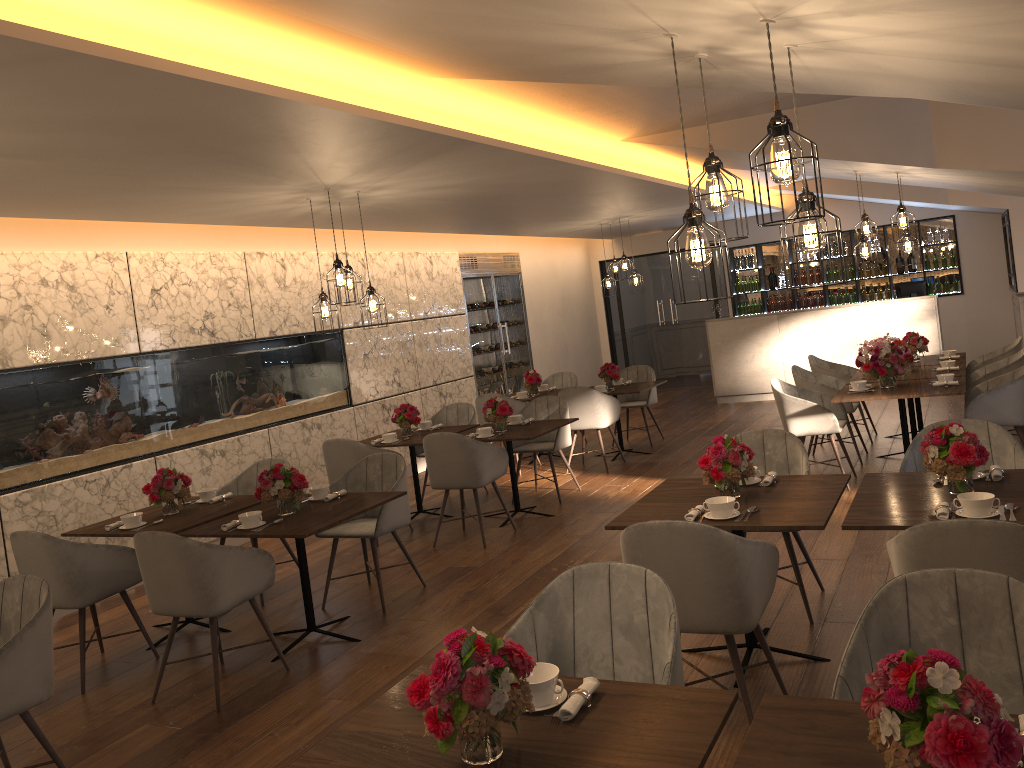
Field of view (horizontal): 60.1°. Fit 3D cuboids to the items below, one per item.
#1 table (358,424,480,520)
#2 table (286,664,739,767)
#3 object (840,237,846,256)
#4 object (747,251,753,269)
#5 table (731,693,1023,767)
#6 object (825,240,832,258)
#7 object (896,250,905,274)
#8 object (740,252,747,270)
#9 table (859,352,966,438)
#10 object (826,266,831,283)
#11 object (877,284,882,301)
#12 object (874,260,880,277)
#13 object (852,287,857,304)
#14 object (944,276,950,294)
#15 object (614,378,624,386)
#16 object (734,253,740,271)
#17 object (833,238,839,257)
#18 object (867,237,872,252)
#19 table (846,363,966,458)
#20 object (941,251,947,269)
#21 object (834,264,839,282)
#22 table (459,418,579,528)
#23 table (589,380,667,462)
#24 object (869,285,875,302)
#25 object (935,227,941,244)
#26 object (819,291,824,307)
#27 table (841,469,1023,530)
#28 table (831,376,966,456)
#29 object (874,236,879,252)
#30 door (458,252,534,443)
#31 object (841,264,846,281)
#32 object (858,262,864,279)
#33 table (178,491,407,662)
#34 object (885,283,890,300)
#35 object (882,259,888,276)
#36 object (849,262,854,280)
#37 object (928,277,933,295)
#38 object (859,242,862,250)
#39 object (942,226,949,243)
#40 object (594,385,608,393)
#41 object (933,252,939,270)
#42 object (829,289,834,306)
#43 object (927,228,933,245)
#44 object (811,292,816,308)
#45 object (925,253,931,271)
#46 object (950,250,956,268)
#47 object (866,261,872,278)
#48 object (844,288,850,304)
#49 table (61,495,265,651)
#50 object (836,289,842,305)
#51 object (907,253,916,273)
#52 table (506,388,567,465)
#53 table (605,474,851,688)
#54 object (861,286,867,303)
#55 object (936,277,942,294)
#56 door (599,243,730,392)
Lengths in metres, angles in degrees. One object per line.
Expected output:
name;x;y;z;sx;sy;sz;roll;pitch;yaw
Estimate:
table;-0.837;0.806;7.694;0.894;0.720;0.901;-6;4;28
table;-0.017;1.177;1.916;0.894;0.720;0.901;-6;4;28
object;4.995;-2.086;13.376;0.075;0.309;0.075;-6;2;38
object;3.763;-1.980;14.020;0.075;0.309;0.075;-8;2;-16
table;0.829;1.105;1.474;0.894;0.720;0.901;-6;4;28
object;4.811;-2.070;13.472;0.075;0.309;0.075;-8;2;-30
object;5.711;-1.800;13.043;0.104;0.359;0.104;-8;2;-10
object;3.671;-1.972;14.068;0.075;0.309;0.075;-8;2;-19
table;3.858;0.141;8.423;0.894;0.720;0.901;-6;4;28
object;4.834;-1.679;13.531;0.065;0.261;0.066;-7;2;6
object;5.485;-1.371;13.224;0.065;0.261;0.066;-7;2;6
object;5.439;-1.731;13.215;0.065;0.261;0.066;-7;2;6
object;5.173;-1.345;13.387;0.065;0.261;0.066;-7;2;6
object;6.289;-1.440;12.803;0.065;0.261;0.066;-7;2;6
object;1.167;-0.023;9.749;0.149;0.072;0.148;-11;5;-40
object;3.579;-1.964;14.116;0.075;0.309;0.075;-9;2;-37
object;4.903;-2.078;13.424;0.075;0.309;0.075;-6;2;38
object;5.322;-2.076;13.209;0.070;0.235;0.041;-7;2;27
table;3.431;0.265;7.589;0.894;0.720;0.901;-6;4;28
object;6.243;-1.799;12.795;0.065;0.261;0.066;-7;2;6
object;4.931;-1.688;13.480;0.065;0.263;0.066;-7;2;6
table;0.008;0.733;7.252;0.894;0.720;0.901;-6;4;28
table;1.135;0.407;9.450;0.894;0.720;0.901;-6;4;28
object;5.388;-1.363;13.275;0.065;0.261;0.066;-7;2;6
object;6.144;-2.146;12.779;0.070;0.235;0.041;-7;2;27
object;4.747;-1.308;13.610;0.065;0.261;0.066;-7;2;6
table;1.885;0.798;3.535;0.894;0.720;0.901;-6;4;28
table;3.004;0.388;6.756;0.894;0.720;0.901;-6;4;28
object;5.410;-2.083;13.163;0.070;0.235;0.041;-7;2;27
door;-0.136;-0.562;12.012;0.134;2.465;1.866;-7;3;28
object;5.029;-1.696;13.429;0.065;0.263;0.066;-7;2;6
object;5.244;-1.714;13.317;0.065;0.261;0.066;-7;2;6
table;-1.164;1.073;4.965;0.894;0.720;0.901;-6;4;28
object;5.582;-1.380;13.173;0.065;0.261;0.066;-7;2;6
object;5.536;-1.739;13.164;0.065;0.261;0.066;-7;2;6
object;5.126;-1.705;13.378;0.065;0.263;0.066;-7;2;6
object;6.094;-1.425;12.905;0.065;0.263;0.066;-7;2;6
object;5.233;-2.068;13.256;0.070;0.235;0.041;-7;2;27
object;6.232;-2.154;12.733;0.070;0.235;0.041;-7;2;27
object;0.922;0.055;9.192;0.148;0.072;0.148;-9;4;-20
object;6.146;-1.791;12.846;0.065;0.261;0.066;-7;2;6
object;4.880;-1.320;13.540;0.065;0.261;0.066;-7;2;6
object;6.055;-2.138;12.826;0.070;0.235;0.041;-7;2;27
object;4.650;-1.300;13.661;0.065;0.261;0.066;-7;2;6
object;6.048;-1.784;12.896;0.065;0.263;0.066;-7;2;6
object;6.340;-1.808;12.744;0.065;0.261;0.066;-7;2;6
object;5.341;-1.722;13.266;0.065;0.261;0.066;-7;2;6
object;5.075;-1.336;13.438;0.065;0.261;0.066;-7;2;6
table;-2.009;1.146;5.407;0.894;0.720;0.901;-6;4;28
object;4.978;-1.328;13.489;0.065;0.261;0.066;-7;2;6
object;5.848;-1.813;12.968;0.104;0.358;0.104;-9;2;-35
table;0.289;0.479;9.892;0.894;0.720;0.901;-6;4;28
table;1.040;0.871;3.978;0.894;0.720;0.901;-6;4;28
object;5.290;-1.355;13.326;0.065;0.261;0.066;-7;2;6
object;6.192;-1.432;12.854;0.065;0.261;0.066;-7;2;6
door;2.623;-1.038;14.779;2.100;2.331;0.275;-6;2;28
